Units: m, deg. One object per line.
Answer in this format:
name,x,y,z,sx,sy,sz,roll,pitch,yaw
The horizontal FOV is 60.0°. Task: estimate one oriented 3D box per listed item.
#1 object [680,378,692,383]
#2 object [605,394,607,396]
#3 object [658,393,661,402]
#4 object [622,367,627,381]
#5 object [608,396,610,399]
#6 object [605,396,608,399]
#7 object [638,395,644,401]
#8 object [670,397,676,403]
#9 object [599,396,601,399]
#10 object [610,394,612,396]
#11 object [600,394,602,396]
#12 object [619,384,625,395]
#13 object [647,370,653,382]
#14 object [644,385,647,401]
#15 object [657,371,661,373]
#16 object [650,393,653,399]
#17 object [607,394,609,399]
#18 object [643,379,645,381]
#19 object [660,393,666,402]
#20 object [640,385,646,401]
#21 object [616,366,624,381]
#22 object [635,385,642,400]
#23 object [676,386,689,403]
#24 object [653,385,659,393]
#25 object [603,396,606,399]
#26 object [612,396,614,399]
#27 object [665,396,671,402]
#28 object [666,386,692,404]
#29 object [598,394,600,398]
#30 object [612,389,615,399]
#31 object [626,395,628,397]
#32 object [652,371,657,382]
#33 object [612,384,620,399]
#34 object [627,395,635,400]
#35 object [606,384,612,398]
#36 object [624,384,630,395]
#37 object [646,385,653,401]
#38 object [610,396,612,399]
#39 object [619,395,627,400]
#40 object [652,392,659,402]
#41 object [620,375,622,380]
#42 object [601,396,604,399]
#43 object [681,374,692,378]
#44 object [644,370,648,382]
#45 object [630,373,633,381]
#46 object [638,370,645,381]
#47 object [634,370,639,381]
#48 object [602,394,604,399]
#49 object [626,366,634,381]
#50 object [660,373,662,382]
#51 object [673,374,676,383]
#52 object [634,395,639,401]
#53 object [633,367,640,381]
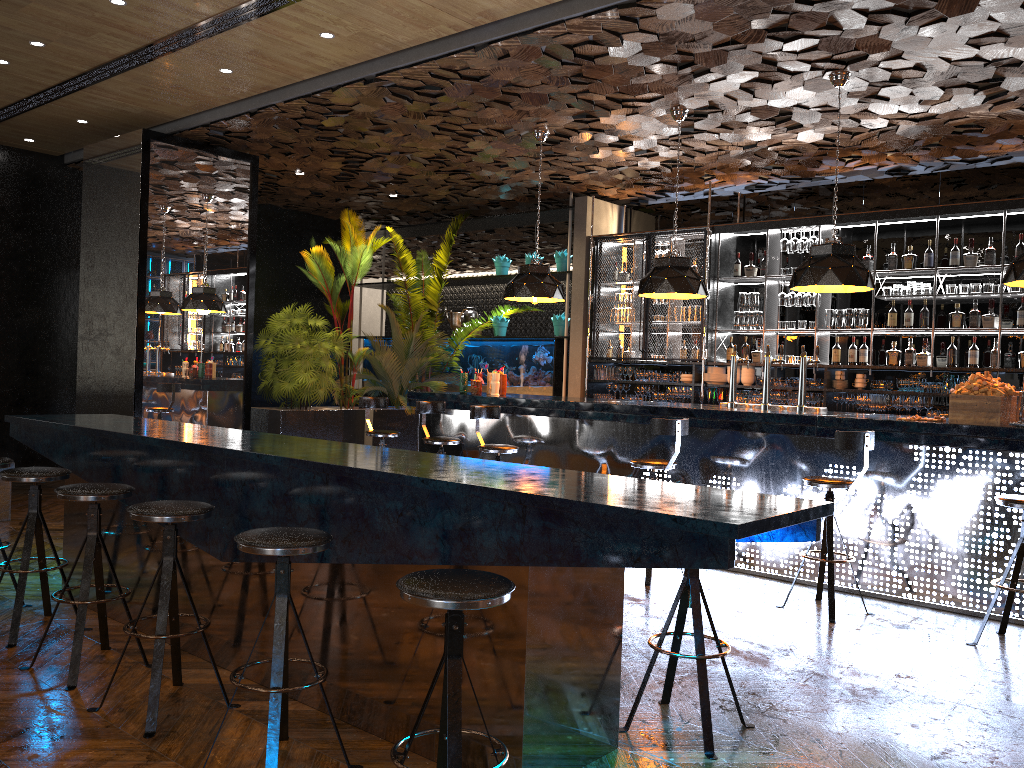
object,2.008,-0.039,10.032,0.211,0.060,0.209,2,1,0
object,1.157,0.173,10.896,0.031,0.098,0.031,2,1,-28
object,1.733,0.174,10.372,0.074,0.146,0.065,2,1,-37
object,1.359,-0.124,10.649,0.087,0.170,0.087,2,1,1
object,1.185,0.184,10.856,0.034,0.080,0.034,2,1,23
object,1.151,0.183,10.822,0.034,0.080,0.034,1,1,-41
object,1.538,0.186,10.622,0.093,0.101,0.093,2,1,-35
object,1.881,0.179,10.390,0.065,0.146,0.074,2,1,-27
object,1.066,0.181,10.719,0.034,0.080,0.034,2,1,-36
object,1.225,0.174,10.982,0.031,0.098,0.031,1,1,-45
object,1.079,0.171,10.811,0.031,0.098,0.031,2,1,14
object,1.309,0.114,10.684,0.091,0.227,0.091,2,1,4
object,1.598,-0.091,10.296,0.074,0.131,0.074,2,1,-37
object,1.588,0.126,10.517,0.088,0.229,0.077,2,1,-34
object,1.713,-0.089,10.427,0.074,0.131,0.074,2,1,-37
object,1.649,0.127,10.587,0.077,0.229,0.088,2,1,15
object,1.180,0.173,10.923,0.031,0.098,0.031,2,1,-18
object,1.582,-0.096,10.586,0.081,0.132,0.081,2,1,12
object,1.743,0.176,10.233,0.074,0.146,0.065,3,1,35
object,1.538,0.125,10.452,0.088,0.229,0.077,2,1,0
object,1.282,-0.126,10.559,0.087,0.170,0.087,2,1,1
object,1.478,0.123,10.384,0.077,0.229,0.088,2,1,-36
object,2.072,0.148,10.266,0.376,0.227,0.186,3,1,39
object,1.694,0.130,10.475,0.088,0.229,0.077,3,1,42
object,1.125,0.182,10.791,0.034,0.080,0.034,2,1,7
object,1.238,0.185,10.923,0.034,0.080,0.034,1,1,-40
object,1.811,0.177,10.315,0.074,0.146,0.065,2,1,-27
object,1.945,0.145,10.117,0.376,0.227,0.186,3,1,39
object,1.056,0.170,10.781,0.031,0.098,0.031,2,1,-11
object,1.242,0.111,10.750,0.091,0.227,0.091,2,1,-10
object,1.390,0.181,10.614,0.093,0.101,0.093,2,1,1
object,1.657,-0.090,10.361,0.074,0.131,0.074,2,1,-37
object,1.240,0.113,10.607,0.091,0.227,0.091,2,1,-27
object,1.404,0.183,10.463,0.093,0.101,0.093,2,1,3
object,1.170,0.109,10.669,0.091,0.227,0.091,2,1,3
object,1.388,0.116,10.771,0.091,0.227,0.091,2,1,3
object,1.611,0.128,10.384,0.088,0.229,0.077,3,1,40
object,1.210,0.184,10.888,0.034,0.080,0.034,3,1,40
object,1.321,0.179,10.534,0.093,0.101,0.093,2,1,8
object,1.667,0.173,10.291,0.074,0.146,0.065,2,1,17
object,1.333,-0.120,10.921,0.051,0.152,0.058,2,1,1
object,1.094,0.182,10.753,0.034,0.080,0.034,2,1,5
object,2.011,-0.080,10.031,0.209,0.060,0.211,2,1,-5
object,1.593,-0.095,10.474,0.081,0.132,0.081,2,1,12
object,1.435,-0.122,10.739,0.087,0.170,0.087,2,1,1
object,1.517,-0.096,10.381,0.081,0.132,0.081,2,1,12
object,1.488,-0.099,10.474,0.081,0.132,0.081,2,1,12
object,1.109,0.172,10.839,0.031,0.098,0.031,2,1,2
object,1.390,-0.121,10.453,0.087,0.170,0.087,2,1,1
object,1.717,-0.072,10.306,0.078,0.103,0.078,2,1,-7
object,1.903,-0.065,10.379,0.078,0.099,0.078,2,1,8
object,1.469,0.184,10.548,0.093,0.101,0.093,2,1,-29
object,1.496,-0.119,10.672,0.087,0.170,0.087,2,1,1
